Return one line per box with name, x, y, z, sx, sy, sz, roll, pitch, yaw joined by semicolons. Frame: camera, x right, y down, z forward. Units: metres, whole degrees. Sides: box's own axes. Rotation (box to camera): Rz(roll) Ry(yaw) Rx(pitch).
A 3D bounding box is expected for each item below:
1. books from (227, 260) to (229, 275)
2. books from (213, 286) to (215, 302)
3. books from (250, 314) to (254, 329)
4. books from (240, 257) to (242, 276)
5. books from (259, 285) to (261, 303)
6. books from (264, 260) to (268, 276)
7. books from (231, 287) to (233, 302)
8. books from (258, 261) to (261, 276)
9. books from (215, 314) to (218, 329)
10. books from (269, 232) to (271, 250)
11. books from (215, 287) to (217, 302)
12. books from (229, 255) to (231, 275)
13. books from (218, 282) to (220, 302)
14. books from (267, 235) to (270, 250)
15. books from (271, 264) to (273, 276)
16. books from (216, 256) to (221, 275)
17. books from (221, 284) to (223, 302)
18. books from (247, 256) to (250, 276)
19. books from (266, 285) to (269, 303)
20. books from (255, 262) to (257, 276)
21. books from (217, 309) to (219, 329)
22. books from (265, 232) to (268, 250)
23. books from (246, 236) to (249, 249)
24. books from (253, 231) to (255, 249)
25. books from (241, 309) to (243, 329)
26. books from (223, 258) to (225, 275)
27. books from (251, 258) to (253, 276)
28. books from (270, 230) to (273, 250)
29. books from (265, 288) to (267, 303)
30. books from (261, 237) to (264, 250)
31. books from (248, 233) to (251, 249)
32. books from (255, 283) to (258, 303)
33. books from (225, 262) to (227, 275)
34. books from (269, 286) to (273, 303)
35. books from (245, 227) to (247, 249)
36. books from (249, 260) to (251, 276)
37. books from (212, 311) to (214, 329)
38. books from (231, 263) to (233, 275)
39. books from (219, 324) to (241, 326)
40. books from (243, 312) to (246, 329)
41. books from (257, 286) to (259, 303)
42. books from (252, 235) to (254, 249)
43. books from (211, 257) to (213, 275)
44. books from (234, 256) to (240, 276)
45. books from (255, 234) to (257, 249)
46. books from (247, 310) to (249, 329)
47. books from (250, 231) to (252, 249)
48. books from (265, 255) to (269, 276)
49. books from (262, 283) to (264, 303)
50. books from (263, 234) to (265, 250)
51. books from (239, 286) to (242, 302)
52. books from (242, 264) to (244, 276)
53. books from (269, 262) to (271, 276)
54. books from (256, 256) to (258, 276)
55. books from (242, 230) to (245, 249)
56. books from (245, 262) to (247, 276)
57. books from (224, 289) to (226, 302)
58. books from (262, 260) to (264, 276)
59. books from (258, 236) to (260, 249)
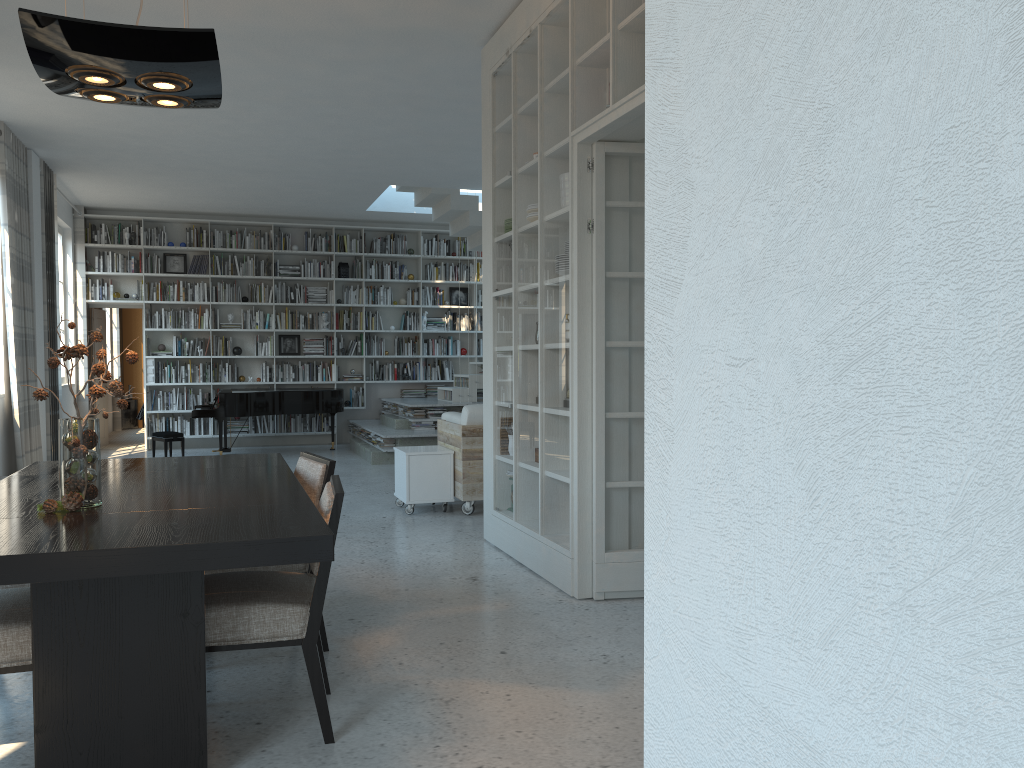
books;-3.952;-1.602;12.337;0.029;0.219;0.157;-1;2;-18
books;-4.137;-1.237;12.312;0.029;0.225;0.136;-1;2;-18
books;-3.662;-0.874;12.469;0.048;0.225;0.149;-1;2;-18
books;-3.790;-1.628;12.397;0.027;0.265;0.168;-1;2;-18
books;-3.554;-1.259;12.486;0.017;0.253;0.139;-1;2;-18
books;-3.468;-1.631;12.491;0.055;0.264;0.166;-1;2;-18
books;-3.909;-1.240;12.379;0.011;0.226;0.129;-1;2;-18
books;-3.552;-1.607;12.465;0.030;0.218;0.182;-1;2;-18
books;-4.112;-0.861;12.326;0.034;0.210;0.136;-1;2;-18
books;-3.415;-2.000;12.498;0.014;0.267;0.171;-1;2;-18
books;-4.111;-1.235;12.319;0.024;0.219;0.140;-1;2;-18
books;-3.928;-1.640;12.343;0.023;0.293;0.155;-1;2;-18
books;-4.070;-1.265;12.310;0.026;0.279;0.151;-1;2;-18
books;-3.431;-1.979;12.485;0.026;0.225;0.172;-1;2;-18
books;-3.400;-1.598;12.548;0.019;0.194;0.098;-1;2;-18
books;-4.073;-1.629;12.305;0.067;0.274;0.168;-1;2;-18
books;-4.035;-1.256;12.319;0.024;0.262;0.177;-1;2;-18
books;-3.697;-1.640;12.433;0.026;0.286;0.137;-1;2;-18
books;-3.452;-1.261;12.512;0.022;0.257;0.155;-1;2;-18
books;-3.604;-1.604;12.467;0.024;0.213;0.150;-1;2;-18
books;-4.084;-0.896;12.328;0.021;0.278;0.136;-1;2;-18
books;-3.464;-1.997;12.496;0.029;0.261;0.151;-1;2;-18
books;-3.701;-1.958;12.406;0.031;0.190;0.181;-1;2;-18
books;-3.611;-1.997;12.424;0.014;0.266;0.192;-1;2;-18
books;-3.780;-0.903;12.416;0.012;0.285;0.159;-1;2;-18
books;-4.001;-1.613;12.313;0.031;0.242;0.181;-1;2;-18
books;-3.649;-1.627;12.443;0.028;0.261;0.135;-1;2;-18
books;-3.394;-2.011;12.499;0.026;0.288;0.176;-1;2;-18
books;-3.477;-1.240;12.515;0.024;0.216;0.142;-1;2;-18
books;-3.511;-1.958;12.462;0.031;0.185;0.176;-1;2;-18
books;-3.677;-1.982;12.422;0.026;0.236;0.134;-1;2;-18
books;-3.603;-1.276;12.480;0.033;0.287;0.155;-1;2;-18
books;-3.979;-1.594;12.335;0.024;0.201;0.153;-1;2;-18
books;-3.404;-1.251;12.506;0.064;0.237;0.208;-1;2;-18
books;-3.725;-2.021;12.404;0.014;0.315;0.166;-1;2;-18
books;-3.667;-1.609;12.419;0.021;0.226;0.191;-1;2;-18
books;-4.148;-0.884;12.306;0.024;0.257;0.134;-1;2;-18
books;-3.904;-1.584;12.364;0.034;0.180;0.160;-1;2;-18
books;-3.932;-0.826;12.381;0.285;0.012;0.159;-1;2;-16
books;-3.749;-0.884;12.421;0.030;0.247;0.174;-1;2;-18
books;-3.570;-1.253;12.455;0.013;0.244;0.188;-1;2;-18
books;-3.640;-1.971;12.445;0.029;0.213;0.141;-1;2;-18
books;-4.145;-1.618;12.261;0.023;0.256;0.174;-1;2;-18
books;-3.834;-1.637;12.366;0.075;0.285;0.178;-1;2;-18
books;-3.596;-1.979;12.437;0.021;0.229;0.161;-1;2;-18
books;-3.706;-0.895;12.449;0.022;0.267;0.151;-1;2;-18
books;-3.658;-1.998;12.429;0.014;0.269;0.156;-1;2;-18
books;-3.453;-1.650;12.495;0.058;0.302;0.175;-1;2;-18
books;-3.515;-1.274;12.490;0.022;0.285;0.190;-1;2;-18
books;-3.488;-1.984;12.480;0.026;0.237;0.149;-1;2;-18
books;-3.801;-1.244;12.406;0.031;0.232;0.147;-1;2;-18
books;-3.762;-1.585;12.401;0.028;0.180;0.168;-1;2;-18
books;-3.420;-1.606;12.534;0.028;0.212;0.134;-1;2;-18
books;-3.583;-1.643;12.475;0.022;0.290;0.146;-1;2;-18
books;-3.752;-1.999;12.382;0.052;0.273;0.172;-1;2;-18
books;-3.734;-1.603;12.436;0.024;0.212;0.128;-1;2;-18
books;-3.993;-1.219;12.344;0.029;0.187;0.149;-1;2;-18
books;-3.511;-1.617;12.498;0.024;0.237;0.153;-1;2;-18
books;-3.557;-1.965;12.435;0.026;0.200;0.187;-1;2;-18
